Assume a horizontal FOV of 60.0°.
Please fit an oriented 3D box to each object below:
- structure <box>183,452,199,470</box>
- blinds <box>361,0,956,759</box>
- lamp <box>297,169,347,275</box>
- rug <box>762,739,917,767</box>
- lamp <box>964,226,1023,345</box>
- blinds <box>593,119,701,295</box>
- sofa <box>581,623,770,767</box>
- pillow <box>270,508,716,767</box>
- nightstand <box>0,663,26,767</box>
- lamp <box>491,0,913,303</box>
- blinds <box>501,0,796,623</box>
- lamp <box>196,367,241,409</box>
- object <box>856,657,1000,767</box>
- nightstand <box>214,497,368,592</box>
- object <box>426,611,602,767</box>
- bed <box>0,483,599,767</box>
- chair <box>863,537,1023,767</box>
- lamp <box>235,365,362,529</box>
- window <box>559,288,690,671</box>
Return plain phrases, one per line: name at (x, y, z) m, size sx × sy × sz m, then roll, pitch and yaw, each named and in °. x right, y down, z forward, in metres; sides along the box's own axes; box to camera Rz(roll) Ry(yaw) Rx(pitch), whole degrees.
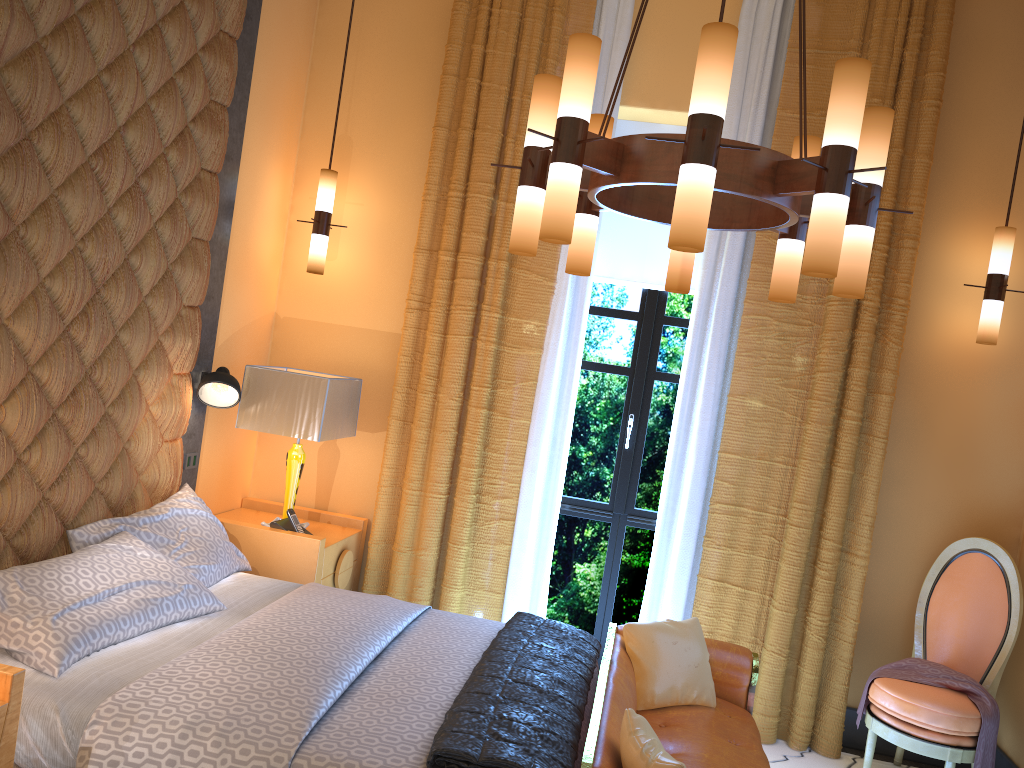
structure at (-1.477, 0.353, 4.072) m, size 0.016 × 0.071 × 0.103 m, roll 9°, pitch 2°, yaw 9°
blinds at (0.676, -0.446, 4.337) m, size 2.449 × 4.149 × 0.134 m, roll 9°, pitch 2°, yaw 9°
lamp at (-0.978, -0.834, 4.571) m, size 0.199 × 0.532 × 0.199 m, roll 7°, pitch 3°, yaw -36°
rug at (0.069, 1.579, 2.812) m, size 3.700 × 0.016 × 3.386 m, roll 9°, pitch 1°, yaw 9°
lamp at (2.213, -0.447, 4.053) m, size 0.199 × 0.532 × 0.199 m, roll 7°, pitch 3°, yaw -36°
blinds at (0.829, -0.933, 4.702) m, size 1.199 × 0.874 × 0.013 m, roll 9°, pitch 2°, yaw 9°
sofa at (0.570, 1.329, 2.979) m, size 0.650 × 0.641 × 1.615 m, roll 9°, pitch 1°, yaw 9°
pillow at (0.042, 0.977, 3.600) m, size 1.148 × 0.407 × 2.623 m, roll 8°, pitch 2°, yaw -39°
nightstand at (-1.619, 0.991, 1.887) m, size 0.720 × 0.700 × 0.708 m, roll 9°, pitch 2°, yaw 9°
lamp at (0.660, -1.395, 2.579) m, size 1.139 × 2.170 × 1.142 m, roll 10°, pitch 2°, yaw 32°
blinds at (0.648, -0.429, 4.426) m, size 2.050 × 4.079 × 0.236 m, roll 9°, pitch 2°, yaw 6°
lamp at (-1.180, 0.051, 4.123) m, size 0.569 × 0.218 × 0.231 m, roll 8°, pitch 2°, yaw -33°
object at (1.879, 1.534, 3.818) m, size 0.429 × 0.572 × 0.801 m, roll 7°, pitch 2°, yaw -33°
nightstand at (-1.197, 1.010, 4.472) m, size 0.720 × 0.691 × 0.680 m, roll 9°, pitch 2°, yaw 9°
object at (0.067, 1.006, 2.974) m, size 0.405 × 0.105 × 1.460 m, roll 9°, pitch 1°, yaw 9°
bed at (-0.737, 0.988, 3.111) m, size 2.105 × 0.825 × 1.888 m, roll 9°, pitch 1°, yaw 9°
chair at (1.893, 1.253, 3.916) m, size 0.499 × 1.148 × 0.633 m, roll 11°, pitch 3°, yaw 42°
lamp at (-1.061, 0.338, 4.346) m, size 0.424 × 0.803 × 0.505 m, roll 9°, pitch 2°, yaw 9°
window at (0.672, 0.118, 4.756) m, size 1.199 × 3.002 × 0.130 m, roll 9°, pitch 2°, yaw 9°
